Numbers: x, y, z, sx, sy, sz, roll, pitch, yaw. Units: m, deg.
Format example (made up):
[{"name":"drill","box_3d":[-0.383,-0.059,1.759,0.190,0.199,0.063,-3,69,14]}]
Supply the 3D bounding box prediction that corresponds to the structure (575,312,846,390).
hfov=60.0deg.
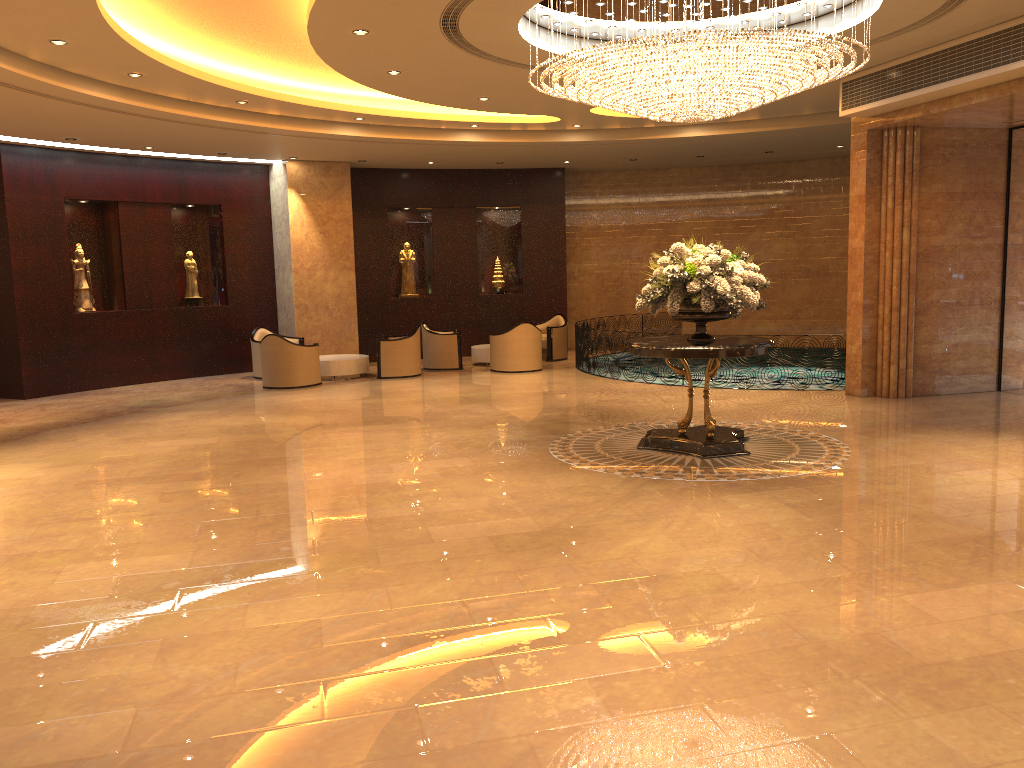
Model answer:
[{"name":"structure","box_3d":[3.063,-0.670,16.561,3.815,0.995,7.624,-1,7,3]}]

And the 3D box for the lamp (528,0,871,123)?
[{"name":"lamp","box_3d":[1.756,-3.163,8.611,3.206,1.196,3.204,1,8,21]}]

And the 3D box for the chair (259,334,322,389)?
[{"name":"chair","box_3d":[-3.774,-0.413,14.847,0.951,0.916,0.769,1,8,19]}]

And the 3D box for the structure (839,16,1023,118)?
[{"name":"structure","box_3d":[4.987,-3.464,9.525,0.425,0.483,4.113,-4,8,-15]}]

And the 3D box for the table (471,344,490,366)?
[{"name":"table","box_3d":[-0.205,-0.577,17.560,1.196,0.354,1.196,0,8,12]}]

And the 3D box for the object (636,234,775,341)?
[{"name":"object","box_3d":[1.896,-0.938,8.893,1.277,0.999,1.318,0,8,15]}]

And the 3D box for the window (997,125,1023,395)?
[{"name":"window","box_3d":[7.179,-1.442,10.389,0.047,3.571,3.515,-4,8,-15]}]

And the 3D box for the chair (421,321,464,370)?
[{"name":"chair","box_3d":[-1.348,-0.762,17.040,0.769,0.916,0.951,-2,7,-6]}]

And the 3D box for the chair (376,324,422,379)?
[{"name":"chair","box_3d":[-2.021,-0.606,15.975,0.769,0.916,0.951,-2,7,-1]}]

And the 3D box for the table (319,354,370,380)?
[{"name":"table","box_3d":[-3.191,-0.306,16.079,1.196,0.354,1.196,0,8,11]}]

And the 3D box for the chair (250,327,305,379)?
[{"name":"chair","box_3d":[-4.384,-0.597,16.396,0.769,0.916,0.951,3,9,34]}]

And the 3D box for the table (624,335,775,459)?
[{"name":"table","box_3d":[1.896,0.094,9.050,1.493,1.089,1.493,-5,8,-22]}]

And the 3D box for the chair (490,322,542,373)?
[{"name":"chair","box_3d":[0.121,-0.697,16.237,0.951,0.916,0.769,-4,8,-20]}]

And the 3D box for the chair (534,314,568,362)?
[{"name":"chair","box_3d":[0.732,-0.970,18.221,0.769,0.916,0.951,-8,10,-40]}]
